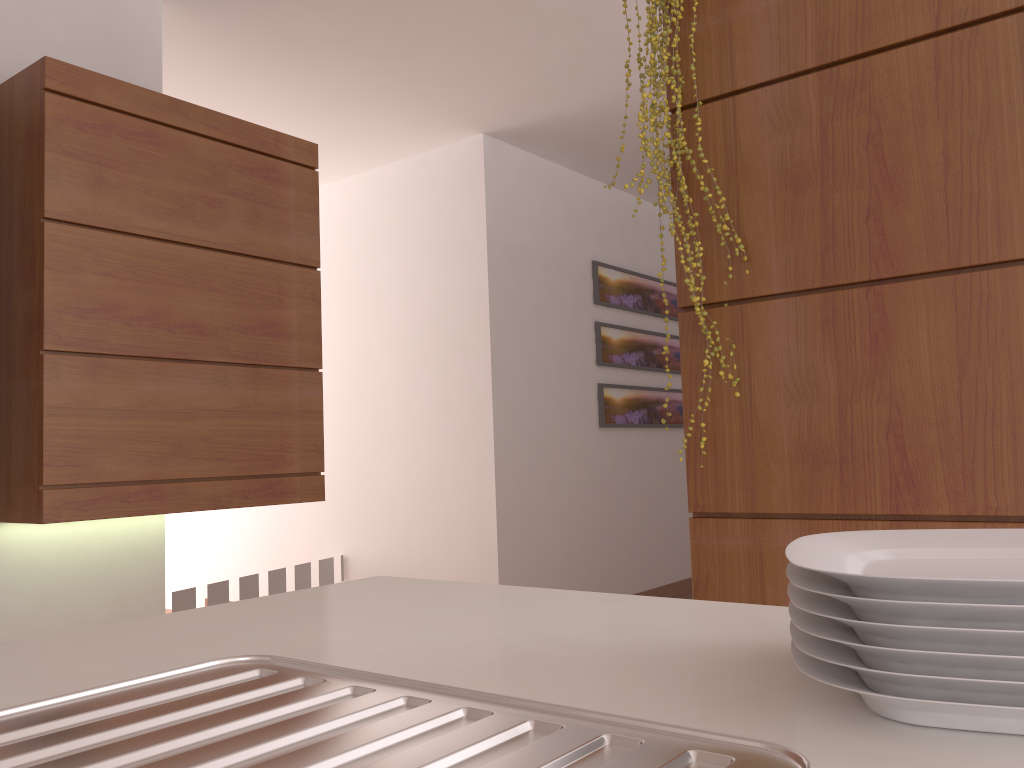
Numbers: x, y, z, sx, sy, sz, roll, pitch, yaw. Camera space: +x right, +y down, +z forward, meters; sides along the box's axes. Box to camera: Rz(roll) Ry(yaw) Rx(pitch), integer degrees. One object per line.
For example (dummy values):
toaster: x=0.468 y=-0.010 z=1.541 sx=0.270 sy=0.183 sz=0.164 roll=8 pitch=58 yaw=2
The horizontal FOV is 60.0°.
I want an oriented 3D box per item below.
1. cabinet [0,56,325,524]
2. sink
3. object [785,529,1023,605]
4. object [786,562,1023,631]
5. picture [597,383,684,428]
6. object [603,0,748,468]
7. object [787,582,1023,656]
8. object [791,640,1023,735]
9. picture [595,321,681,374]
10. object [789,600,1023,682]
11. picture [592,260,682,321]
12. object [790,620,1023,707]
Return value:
cabinet: x=-2.372 y=-0.280 z=1.317 sx=0.754 sy=1.200 sz=4.718 roll=-6 pitch=-6 yaw=37
sink: x=-0.228 y=0.153 z=0.235 sx=0.404 sy=0.368 sz=0.668 roll=-6 pitch=-6 yaw=37
object: x=0.262 y=0.096 z=0.461 sx=0.228 sy=0.020 sz=0.228 roll=-4 pitch=-5 yaw=19
object: x=0.262 y=0.106 z=0.460 sx=0.228 sy=0.020 sz=0.228 roll=-4 pitch=-5 yaw=19
picture: x=0.920 y=0.148 z=5.530 sx=0.015 sy=0.248 sz=1.408 roll=-6 pitch=-6 yaw=37
object: x=0.350 y=-0.507 z=1.787 sx=0.297 sy=1.344 sz=0.279 roll=-2 pitch=-5 yaw=-3
object: x=0.262 y=0.116 z=0.459 sx=0.228 sy=0.020 sz=0.228 roll=-4 pitch=-5 yaw=19
object: x=0.263 y=0.147 z=0.457 sx=0.228 sy=0.020 sz=0.228 roll=-4 pitch=-5 yaw=19
picture: x=0.908 y=-0.201 z=5.557 sx=0.015 sy=0.248 sz=1.408 roll=-6 pitch=-6 yaw=37
object: x=0.263 y=0.126 z=0.458 sx=0.228 sy=0.020 sz=0.228 roll=-4 pitch=-5 yaw=19
picture: x=0.895 y=-0.550 z=5.585 sx=0.015 sy=0.248 sz=1.408 roll=-6 pitch=-6 yaw=37
object: x=0.263 y=0.136 z=0.457 sx=0.228 sy=0.020 sz=0.228 roll=-4 pitch=-5 yaw=19
